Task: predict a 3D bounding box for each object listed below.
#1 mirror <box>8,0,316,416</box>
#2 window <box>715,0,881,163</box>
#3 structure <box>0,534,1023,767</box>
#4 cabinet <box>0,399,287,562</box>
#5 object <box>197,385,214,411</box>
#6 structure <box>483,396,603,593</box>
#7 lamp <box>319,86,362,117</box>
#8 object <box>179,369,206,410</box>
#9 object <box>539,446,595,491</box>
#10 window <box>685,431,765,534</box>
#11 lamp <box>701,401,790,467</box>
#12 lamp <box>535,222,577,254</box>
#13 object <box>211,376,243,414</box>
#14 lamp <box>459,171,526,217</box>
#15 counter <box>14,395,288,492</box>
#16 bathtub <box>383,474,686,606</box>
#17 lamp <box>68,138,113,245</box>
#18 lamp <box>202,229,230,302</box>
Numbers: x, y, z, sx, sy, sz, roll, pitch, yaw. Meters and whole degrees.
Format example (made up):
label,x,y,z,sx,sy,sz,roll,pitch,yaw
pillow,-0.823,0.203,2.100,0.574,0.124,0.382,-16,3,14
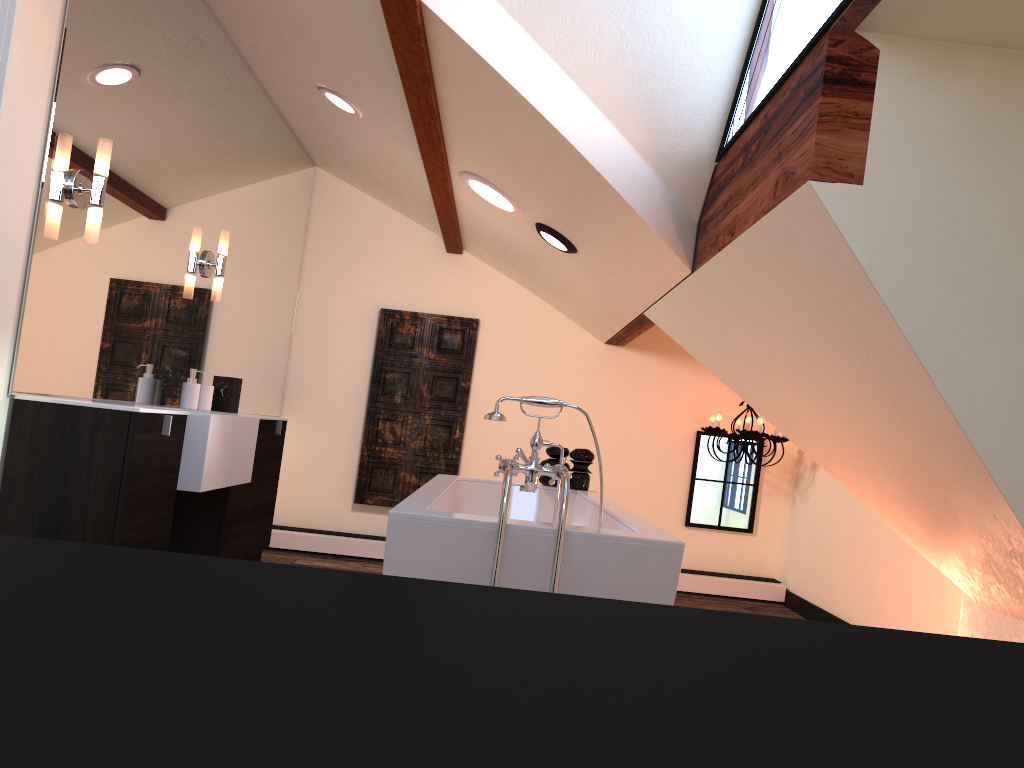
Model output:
label,x,y,z,sx,sy,sz,roll,pitch,yaw
mirror,-1.373,-0.777,4.197,0.011,1.841,3.239,7,-3,-1
window,-0.198,-1.417,1.310,2.107,0.675,3.523,7,-4,-1
structure,-0.028,0.586,0.299,0.869,0.860,0.801,7,-2,-1
cabinet,-1.331,0.585,3.496,0.386,0.921,1.858,7,-3,-1
object,-1.353,0.067,3.891,0.073,0.122,0.073,7,-2,-6
structure,0.021,0.589,2.510,0.384,1.119,0.555,7,-2,14
lamp,-0.773,-1.411,3.995,0.206,0.101,0.229,7,-3,4
object,-1.365,0.023,3.770,0.080,0.190,0.074,6,-2,39
object,0.268,0.463,4.421,0.275,0.228,0.157,5,-3,29
window,1.399,0.717,5.835,0.449,0.701,0.046,7,-1,-1
lamp,1.494,-0.005,5.505,0.540,1.124,0.617,7,-2,10
lamp,0.206,-0.748,4.098,0.214,0.130,0.246,7,-3,-5
object,-1.302,0.054,4.029,0.116,0.177,0.067,6,-2,22
lamp,-0.089,-0.962,4.047,0.329,0.171,0.370,7,-3,-5
counter,-1.263,0.265,3.504,0.442,0.295,1.858,7,-4,-1
bathtub,0.005,0.834,3.460,0.799,0.693,2.219,7,-3,-1
lamp,-1.320,-0.675,2.783,0.083,0.365,0.131,7,-2,-1
lamp,-1.344,-0.599,4.025,0.083,0.365,0.131,7,-2,-1
